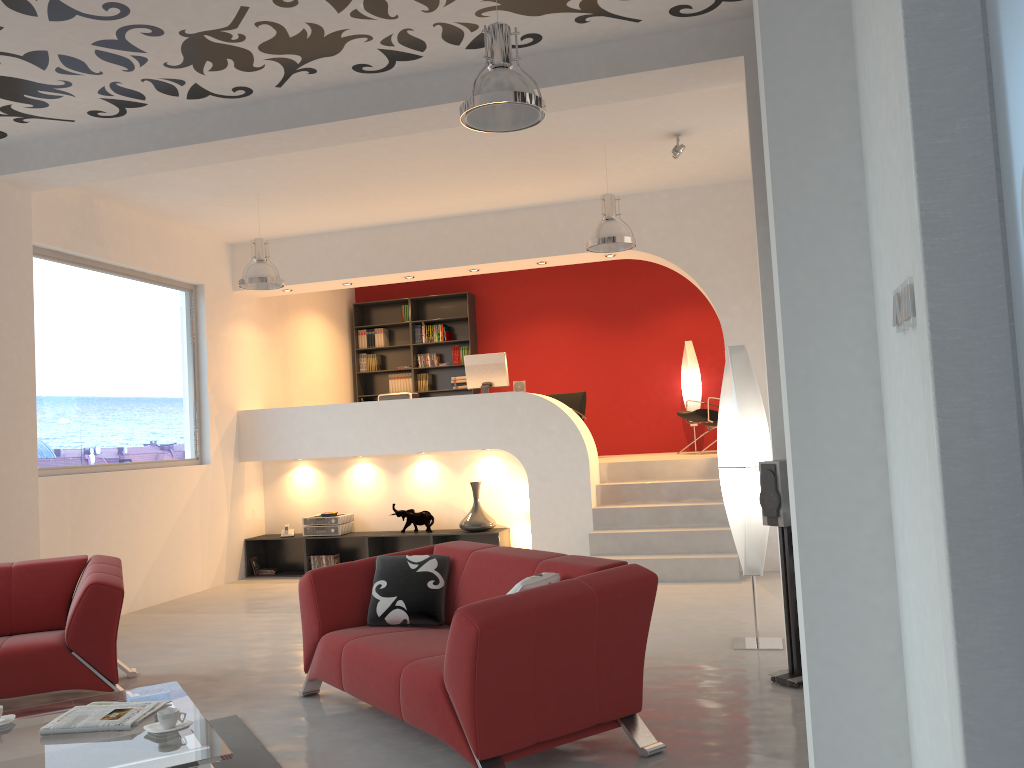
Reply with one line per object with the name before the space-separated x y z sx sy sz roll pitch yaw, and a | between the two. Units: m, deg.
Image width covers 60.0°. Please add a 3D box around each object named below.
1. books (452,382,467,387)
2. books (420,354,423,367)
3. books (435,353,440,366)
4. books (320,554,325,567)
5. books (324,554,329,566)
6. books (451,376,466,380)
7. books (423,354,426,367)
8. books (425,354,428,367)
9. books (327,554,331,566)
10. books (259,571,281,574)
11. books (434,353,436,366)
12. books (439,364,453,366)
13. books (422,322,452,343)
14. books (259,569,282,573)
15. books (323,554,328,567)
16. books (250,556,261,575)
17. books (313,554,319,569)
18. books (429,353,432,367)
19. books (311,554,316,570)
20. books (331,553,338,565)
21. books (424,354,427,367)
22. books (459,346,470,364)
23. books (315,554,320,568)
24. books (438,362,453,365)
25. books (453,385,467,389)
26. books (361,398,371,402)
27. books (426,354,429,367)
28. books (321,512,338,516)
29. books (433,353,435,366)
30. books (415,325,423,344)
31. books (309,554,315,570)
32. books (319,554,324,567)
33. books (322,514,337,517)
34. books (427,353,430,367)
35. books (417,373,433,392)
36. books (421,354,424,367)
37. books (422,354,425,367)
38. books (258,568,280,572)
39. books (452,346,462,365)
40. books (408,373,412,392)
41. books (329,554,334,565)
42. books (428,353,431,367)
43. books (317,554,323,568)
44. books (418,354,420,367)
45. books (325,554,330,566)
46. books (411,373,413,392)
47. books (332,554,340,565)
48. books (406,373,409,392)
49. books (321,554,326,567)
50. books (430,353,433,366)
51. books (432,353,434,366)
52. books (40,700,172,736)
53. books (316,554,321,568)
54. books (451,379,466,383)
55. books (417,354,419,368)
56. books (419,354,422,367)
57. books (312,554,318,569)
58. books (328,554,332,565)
books | -0.638 0.008 11.653 0.260 0.040 0.200 -4 -3 15
books | -1.188 -0.302 11.855 0.031 0.190 0.135 -4 -3 15
books | -0.986 -0.316 11.800 0.031 0.190 0.135 -4 -3 15
books | -1.929 1.853 9.132 0.031 0.190 0.135 -4 -3 15
books | -1.886 1.850 9.121 0.031 0.190 0.135 -4 -3 15
books | -0.640 -0.073 11.647 0.260 0.040 0.200 -4 -3 15
books | -1.145 -0.305 11.844 0.031 0.190 0.135 -4 -3 15
books | -1.116 -0.307 11.836 0.031 0.190 0.135 -4 -3 15
books | -1.857 1.848 9.113 0.031 0.190 0.135 -4 -3 15
books | -2.550 1.988 9.350 0.190 0.015 0.135 -4 -3 15
books | -1.000 -0.315 11.804 0.031 0.190 0.135 -4 -3 15
books | -0.854 -0.253 11.761 0.190 0.015 0.135 -4 -3 15
books | -1.003 -0.682 11.789 0.341 0.286 0.231 -4 -3 15
books | -2.546 1.973 9.349 0.190 0.015 0.135 -4 -3 15
books | -1.900 1.851 9.124 0.031 0.190 0.135 -4 -3 15
books | -2.695 1.914 9.341 0.063 0.187 0.135 -4 -3 15
books | -2.001 1.858 9.152 0.031 0.190 0.135 -4 -3 15
books | -1.058 -0.311 11.820 0.031 0.190 0.135 -4 -3 15
books | -2.030 1.860 9.160 0.031 0.190 0.135 -4 -3 15
books | -1.813 1.845 9.101 0.031 0.190 0.135 -4 -3 15
books | -1.130 -0.306 11.840 0.031 0.190 0.135 -4 -3 15
books | -0.596 -0.370 11.686 0.146 0.240 0.170 -4 -3 15
books | -1.987 1.857 9.148 0.031 0.190 0.135 -4 -3 15
books | -0.864 -0.268 11.765 0.190 0.015 0.135 -4 -4 20
books | -0.617 0.046 11.649 0.260 0.040 0.200 -4 -4 17
books | -1.843 0.328 11.977 0.341 0.286 0.231 -4 -3 15
books | -1.101 -0.308 11.832 0.031 0.190 0.135 -4 -3 15
books | -1.894 1.346 9.201 0.135 0.015 0.190 -3 -3 0
books | -1.015 -0.314 11.808 0.031 0.190 0.135 -4 -3 15
books | -1.224 -0.649 11.872 0.090 0.256 0.181 -4 -3 15
books | -2.044 1.861 9.164 0.031 0.190 0.135 -4 -3 15
books | -1.943 1.854 9.136 0.031 0.190 0.135 -4 -3 15
books | -1.892 1.360 9.190 0.135 0.015 0.190 -3 -3 -5
books | -1.087 -0.309 11.828 0.031 0.190 0.135 -4 -3 15
books | -1.161 -0.013 11.827 0.146 0.240 0.170 -4 -3 15
books | -1.174 -0.303 11.852 0.031 0.190 0.135 -4 -3 15
books | -1.159 -0.304 11.848 0.031 0.190 0.135 -4 -3 15
books | -2.562 1.959 9.355 0.190 0.015 0.135 -4 -3 15
books | -0.712 -0.370 11.719 0.090 0.256 0.181 -4 -3 15
books | -1.325 -0.012 11.860 0.040 0.260 0.200 -4 -3 15
books | -1.828 1.846 9.105 0.031 0.190 0.135 -4 -3 15
books | -1.072 -0.310 11.824 0.031 0.190 0.135 -4 -3 15
books | -1.958 1.855 9.140 0.031 0.190 0.135 -4 -3 15
books | -1.217 -0.300 11.863 0.031 0.190 0.135 -4 -3 15
books | -1.871 1.849 9.117 0.031 0.190 0.135 -4 -3 15
books | -1.286 -0.015 11.849 0.040 0.260 0.200 -4 -3 15
books | -1.799 1.844 9.097 0.031 0.190 0.135 -4 -3 15
books | -1.364 -0.009 11.871 0.040 0.260 0.200 -4 -3 15
books | -1.914 1.852 9.128 0.031 0.190 0.135 -4 -3 15
books | -1.044 -0.312 11.816 0.031 0.190 0.135 -4 -3 15
books | -1.029 -0.313 11.812 0.031 0.190 0.135 -4 -3 15
books | -1.583 1.296 3.456 0.367 0.035 0.345 -4 -3 5
books | -1.972 1.856 9.144 0.031 0.190 0.135 -4 -3 15
books | -0.645 -0.032 11.656 0.260 0.040 0.200 -4 -3 15
books | -1.231 -0.299 11.867 0.031 0.190 0.135 -4 -3 15
books | -1.202 -0.301 11.859 0.031 0.190 0.135 -4 -3 15
books | -2.016 1.859 9.156 0.031 0.190 0.135 -4 -3 15
books | -1.842 1.847 9.109 0.031 0.190 0.135 -4 -3 15
